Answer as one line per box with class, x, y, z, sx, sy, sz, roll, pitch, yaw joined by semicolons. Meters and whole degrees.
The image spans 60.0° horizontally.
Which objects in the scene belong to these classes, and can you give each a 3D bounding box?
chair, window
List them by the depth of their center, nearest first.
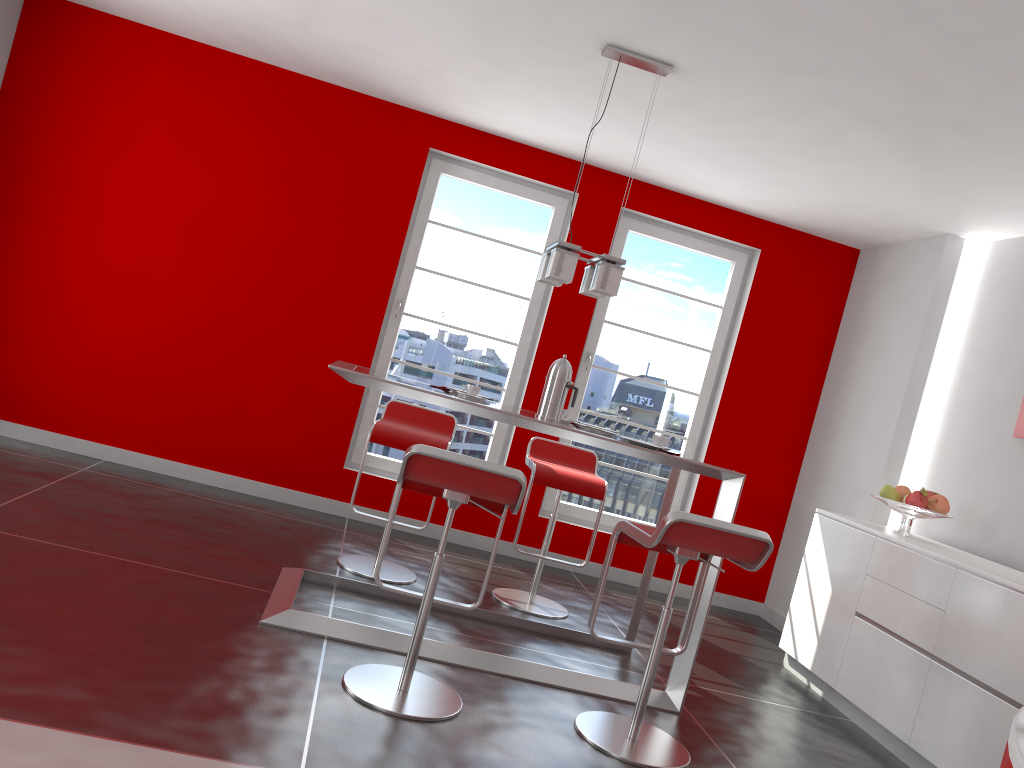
chair;-0.259;0.636;2.991;0.418;0.857;0.460;15;0;-4
chair;0.539;0.852;3.116;0.418;0.857;0.460;15;0;-14
chair;-0.581;0.539;4.563;0.418;0.857;0.460;15;0;-1
chair;0.205;0.750;4.711;0.418;0.857;0.460;15;0;-6
window;-0.333;-0.358;5.803;0.938;2.038;0.117;15;0;-9
window;0.907;-0.024;6.005;0.938;2.038;0.117;15;0;-9

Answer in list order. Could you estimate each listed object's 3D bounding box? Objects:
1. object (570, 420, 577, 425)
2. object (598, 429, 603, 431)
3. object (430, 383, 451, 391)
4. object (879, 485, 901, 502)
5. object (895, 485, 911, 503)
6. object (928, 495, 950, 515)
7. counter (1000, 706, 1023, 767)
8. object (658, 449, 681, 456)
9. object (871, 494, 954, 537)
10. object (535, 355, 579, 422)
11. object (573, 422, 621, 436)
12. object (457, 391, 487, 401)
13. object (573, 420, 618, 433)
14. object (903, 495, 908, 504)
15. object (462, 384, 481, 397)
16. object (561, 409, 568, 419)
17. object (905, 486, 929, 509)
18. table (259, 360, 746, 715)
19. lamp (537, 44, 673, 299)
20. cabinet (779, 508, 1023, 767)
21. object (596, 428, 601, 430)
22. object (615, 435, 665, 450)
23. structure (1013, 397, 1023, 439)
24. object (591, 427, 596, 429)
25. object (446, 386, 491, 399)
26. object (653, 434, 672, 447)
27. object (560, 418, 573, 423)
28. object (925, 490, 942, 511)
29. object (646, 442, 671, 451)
object;0.255;0.170;4.114;0.095;0.012;0.234;15;0;-10
object;0.382;0.200;3.802;0.034;0.006;0.036;15;0;-21
object;-0.332;0.012;4.012;0.095;0.012;0.234;15;0;-10
object;1.935;0.562;4.534;0.100;0.086;0.083;15;0;41
object;2.038;0.581;4.638;0.096;0.105;0.117;15;0;20
object;2.150;0.608;4.452;0.121;0.101;0.097;15;0;-30
counter;1.352;1.075;0.795;1.868;0.880;2.865;15;0;25
object;0.654;0.281;3.644;0.095;0.012;0.234;15;0;-9
object;2.020;0.694;4.530;0.398;0.159;0.398;15;0;41
object;0.208;0.016;3.814;0.149;0.287;0.113;15;0;-1
object;0.364;0.200;3.834;0.217;0.015;0.217;15;0;28
object;-0.176;0.054;3.818;0.119;0.016;0.119;15;0;-29
object;0.388;0.204;4.132;0.217;0.015;0.217;15;0;-33
object;2.055;0.609;4.555;0.086;0.079;0.084;15;0;19
object;-0.176;0.029;3.820;0.078;0.049;0.062;15;0;14
object;0.210;0.133;3.989;0.078;0.049;0.062;15;0;31
object;2.025;0.567;4.442;0.097;0.133;0.117;15;0;-20
table;-0.060;0.610;3.828;1.700;1.000;0.800;15;0;-9
lamp;0.408;-0.908;3.825;0.304;1.025;0.304;15;0;-9
cabinet;1.970;1.221;3.998;0.610;0.880;1.802;15;0;-9
object;0.375;0.198;3.844;0.036;0.006;0.034;15;0;28
object;0.522;0.244;3.629;0.217;0.015;0.217;15;0;27
structure;2.654;-0.056;4.023;0.040;1.503;0.820;15;0;-9
object;0.342;0.189;3.812;0.036;0.006;0.034;15;0;15
object;-0.199;0.046;4.030;0.217;0.015;0.217;15;0;15
object;0.644;0.251;3.836;0.078;0.049;0.062;15;0;-9
object;0.210;0.157;3.985;0.119;0.016;0.119;15;0;-12
object;2.145;0.597;4.580;0.117;0.129;0.150;15;0;38
object;0.630;0.272;3.835;0.119;0.016;0.119;15;0;11
